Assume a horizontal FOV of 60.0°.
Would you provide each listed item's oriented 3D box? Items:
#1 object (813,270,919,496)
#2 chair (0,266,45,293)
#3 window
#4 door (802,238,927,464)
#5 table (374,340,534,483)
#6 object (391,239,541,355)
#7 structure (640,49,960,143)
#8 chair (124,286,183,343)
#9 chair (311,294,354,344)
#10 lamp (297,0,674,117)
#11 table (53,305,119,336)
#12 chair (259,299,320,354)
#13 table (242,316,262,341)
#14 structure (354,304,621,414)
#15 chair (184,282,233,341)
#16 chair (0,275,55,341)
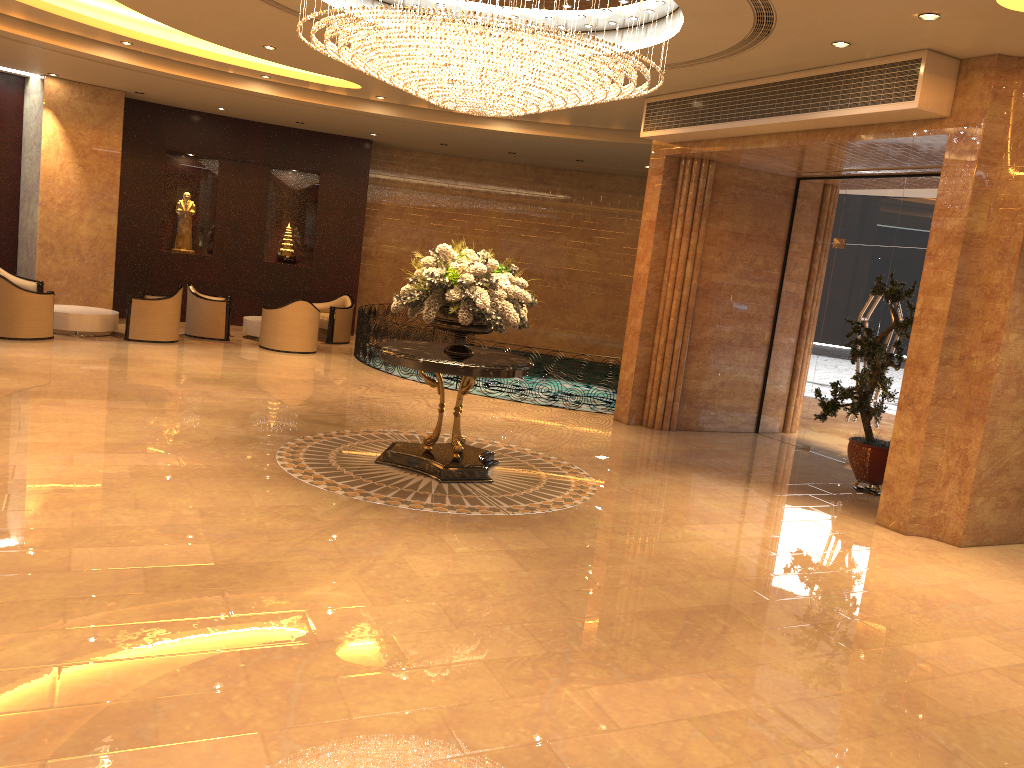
[{"bbox_3d":[3.877,-0.023,9.498,0.843,2.363,1.250,15,11,42],"label":"object"},{"bbox_3d":[-8.118,-1.452,14.202,0.769,0.916,0.951,10,9,22],"label":"chair"},{"bbox_3d":[4.447,-0.717,10.722,0.047,3.571,3.515,3,9,-27],"label":"window"},{"bbox_3d":[4.401,-0.346,10.775,0.195,2.758,1.880,3,9,-27],"label":"door"},{"bbox_3d":[-0.597,0.238,8.331,1.493,1.089,1.493,2,10,-34],"label":"table"},{"bbox_3d":[-0.439,-0.780,8.165,1.277,0.999,1.318,7,8,3],"label":"object"},{"bbox_3d":[2.741,-2.949,9.397,0.425,0.483,4.113,3,9,-27],"label":"structure"},{"bbox_3d":[-5.735,-1.168,14.282,0.769,0.916,0.951,5,8,-13],"label":"chair"},{"bbox_3d":[-3.479,-1.290,17.047,0.951,0.916,0.769,13,10,37],"label":"chair"},{"bbox_3d":[-0.246,-2.995,7.835,3.206,1.196,3.204,8,8,9],"label":"lamp"},{"bbox_3d":[-6.929,-1.011,14.143,1.196,0.354,1.196,7,8,-1],"label":"table"},{"bbox_3d":[-3.698,-1.018,14.983,0.951,0.916,0.769,2,10,-32],"label":"chair"},{"bbox_3d":[-4.300,-0.985,16.209,1.196,0.354,1.196,7,8,0],"label":"table"},{"bbox_3d":[-0.911,-0.659,15.911,3.815,0.995,7.624,6,8,-9],"label":"structure"},{"bbox_3d":[-5.281,-1.283,15.461,0.769,0.916,0.951,4,9,-17],"label":"chair"},{"bbox_3d":[-7.230,-1.141,12.816,0.951,0.916,0.769,8,8,7],"label":"chair"}]
